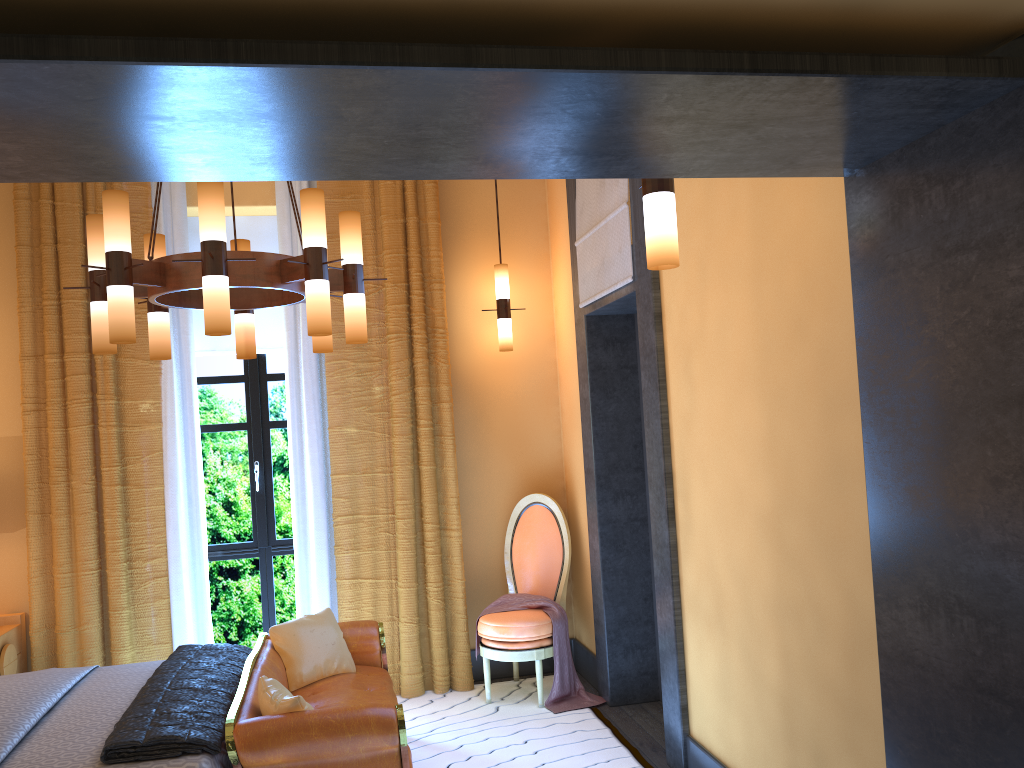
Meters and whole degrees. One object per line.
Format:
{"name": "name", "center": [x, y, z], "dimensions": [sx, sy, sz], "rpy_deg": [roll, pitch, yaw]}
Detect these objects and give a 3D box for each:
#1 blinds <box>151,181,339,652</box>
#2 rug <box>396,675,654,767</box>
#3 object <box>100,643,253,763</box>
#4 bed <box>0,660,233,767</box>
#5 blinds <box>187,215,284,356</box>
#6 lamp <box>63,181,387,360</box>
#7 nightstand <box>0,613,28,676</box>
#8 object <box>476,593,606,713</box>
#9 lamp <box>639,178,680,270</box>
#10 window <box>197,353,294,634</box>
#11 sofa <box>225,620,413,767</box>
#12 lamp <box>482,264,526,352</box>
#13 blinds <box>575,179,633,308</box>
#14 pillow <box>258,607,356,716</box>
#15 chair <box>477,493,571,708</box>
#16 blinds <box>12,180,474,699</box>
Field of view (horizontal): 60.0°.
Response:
{"name": "blinds", "center": [-1.609, -0.122, 5.252], "dimensions": [2.050, 4.073, 0.237], "rpy_deg": [-3, -2, -14]}
{"name": "rug", "center": [-1.148, 1.813, 3.516], "dimensions": [3.701, 0.016, 3.390], "rpy_deg": [-3, -3, -11]}
{"name": "object", "center": [-1.329, 1.268, 3.673], "dimensions": [0.405, 0.104, 1.462], "rpy_deg": [-3, -3, -12]}
{"name": "bed", "center": [-2.116, 1.415, 3.519], "dimensions": [2.106, 0.824, 1.890], "rpy_deg": [-3, -3, -11]}
{"name": "blinds", "center": [-1.647, -0.625, 5.579], "dimensions": [1.200, 0.873, 0.013], "rpy_deg": [-3, -2, -11]}
{"name": "lamp", "center": [-1.166, -1.223, 3.536], "dimensions": [1.141, 2.167, 1.141], "rpy_deg": [-4, -2, 11]}
{"name": "nightstand", "center": [-3.003, 1.638, 4.631], "dimensions": [0.720, 0.690, 0.681], "rpy_deg": [-3, -2, -11]}
{"name": "object", "center": [0.150, 1.510, 5.095], "dimensions": [0.803, 0.572, 0.428], "rpy_deg": [-5, -3, 36]}
{"name": "lamp", "center": [0.397, -0.583, 2.429], "dimensions": [0.199, 0.531, 0.199], "rpy_deg": [-5, -2, 34]}
{"name": "window", "center": [-1.583, 0.436, 5.563], "dimensions": [1.200, 2.998, 0.130], "rpy_deg": [-3, -1, -11]}
{"name": "sofa", "center": [-0.802, 1.488, 3.851], "dimensions": [0.650, 0.640, 1.616], "rpy_deg": [-3, -3, -11]}
{"name": "lamp", "center": [-0.052, -0.468, 5.453], "dimensions": [0.199, 0.531, 0.199], "rpy_deg": [-5, -2, 34]}
{"name": "blinds", "center": [0.429, -1.235, 4.537], "dimensions": [0.042, 1.575, 0.896], "rpy_deg": [-3, -2, -11]}
{"name": "pillow", "center": [-1.575, 1.297, 4.250], "dimensions": [2.630, 0.407, 1.147], "rpy_deg": [-5, -3, 30]}
{"name": "chair", "center": [0.069, 1.241, 5.195], "dimensions": [0.500, 1.146, 0.632], "rpy_deg": [-4, -2, 22]}
{"name": "blinds", "center": [-1.556, -0.151, 5.179], "dimensions": [2.450, 4.144, 0.134], "rpy_deg": [-3, -2, -11]}
